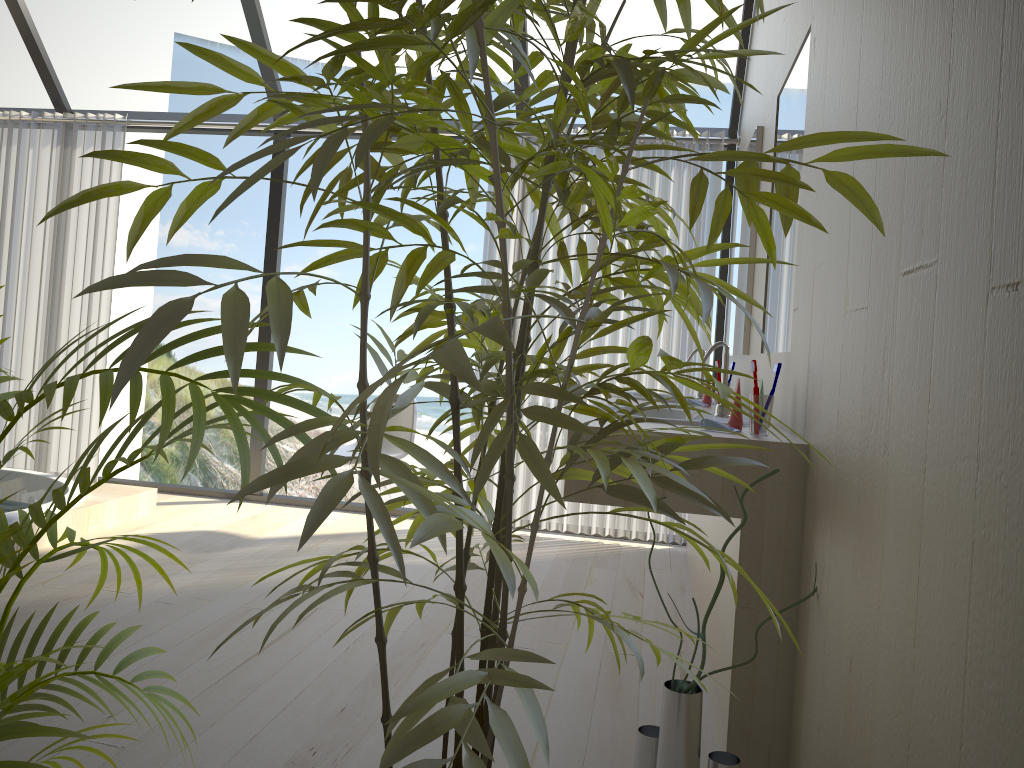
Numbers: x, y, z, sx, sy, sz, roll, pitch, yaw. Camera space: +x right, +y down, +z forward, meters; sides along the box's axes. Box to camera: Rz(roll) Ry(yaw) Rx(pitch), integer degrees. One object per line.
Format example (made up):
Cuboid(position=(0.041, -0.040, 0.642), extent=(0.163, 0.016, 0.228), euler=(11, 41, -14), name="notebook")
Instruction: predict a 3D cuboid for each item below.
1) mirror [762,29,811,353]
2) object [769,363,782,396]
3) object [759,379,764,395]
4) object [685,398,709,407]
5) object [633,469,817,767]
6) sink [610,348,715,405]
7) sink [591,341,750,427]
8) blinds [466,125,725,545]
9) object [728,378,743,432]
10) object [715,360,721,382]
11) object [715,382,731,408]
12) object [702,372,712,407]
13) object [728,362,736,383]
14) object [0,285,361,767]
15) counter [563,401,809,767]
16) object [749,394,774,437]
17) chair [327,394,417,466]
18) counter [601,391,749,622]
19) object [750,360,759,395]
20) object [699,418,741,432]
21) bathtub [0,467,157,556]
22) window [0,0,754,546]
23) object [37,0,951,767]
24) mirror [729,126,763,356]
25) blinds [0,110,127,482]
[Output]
Cuboid(position=(0.823, -0.522, 2.635), extent=(0.023, 0.869, 0.653), euler=(4, 0, 9), name="mirror")
Cuboid(position=(0.604, 0.036, 2.089), extent=(0.054, 0.175, 0.012), euler=(3, -1, 34), name="object")
Cuboid(position=(0.637, 0.055, 2.273), extent=(0.039, 0.135, 0.039), euler=(5, -1, -39), name="object")
Cuboid(position=(0.691, 0.068, 3.322), extent=(0.032, 0.029, 0.105), euler=(3, 2, -41), name="object")
Cuboid(position=(0.463, 0.537, 1.825), extent=(0.406, 0.750, 0.273), euler=(4, -1, -3), name="object")
Cuboid(position=(0.637, 0.044, 3.745), extent=(0.504, 0.420, 0.573), euler=(4, 1, 13), name="sink")
Cuboid(position=(0.445, 0.076, 2.555), extent=(0.504, 0.420, 0.573), euler=(4, 1, 13), name="sink")
Cuboid(position=(0.412, -0.276, 4.524), extent=(1.183, 2.073, 0.084), euler=(4, -1, 9), name="blinds")
Cuboid(position=(0.557, 0.052, 2.193), extent=(0.039, 0.135, 0.039), euler=(5, -1, -39), name="object")
Cuboid(position=(0.760, 0.000, 3.268), extent=(0.050, 0.178, 0.012), euler=(5, -2, -42), name="object")
Cuboid(position=(0.780, 0.044, 3.287), extent=(0.058, 0.100, 0.058), euler=(4, 0, 16), name="object")
Cuboid(position=(0.748, 0.020, 3.383), extent=(0.038, 0.135, 0.039), euler=(5, -1, -32), name="object")
Cuboid(position=(0.795, 0.004, 3.279), extent=(0.054, 0.175, 0.012), euler=(3, -1, 34), name="object")
Cuboid(position=(-0.746, 0.260, 1.042), extent=(0.918, 1.158, 0.749), euler=(4, 0, 43), name="object")
Cuboid(position=(0.468, 0.492, 2.572), extent=(0.551, 0.791, 1.204), euler=(4, 1, 9), name="counter")
Cuboid(position=(0.588, 0.076, 2.097), extent=(0.058, 0.100, 0.058), euler=(4, 0, 19), name="object")
Cuboid(position=(-0.704, 0.221, 4.333), extent=(0.370, 0.348, 0.453), euler=(4, 1, 38), name="chair")
Cuboid(position=(0.660, 0.461, 3.762), extent=(0.551, 0.791, 1.204), euler=(4, 1, 9), name="counter")
Cuboid(position=(0.569, 0.032, 2.078), extent=(0.050, 0.178, 0.012), euler=(5, -2, -42), name="object")
Cuboid(position=(0.499, 0.100, 2.132), extent=(0.032, 0.029, 0.105), euler=(3, 2, -41), name="object")
Cuboid(position=(-2.797, 0.543, 3.738), extent=(1.822, 0.699, 1.646), euler=(4, 2, 9), name="bathtub")
Cuboid(position=(-1.189, -0.735, 4.601), extent=(4.563, 2.817, 0.744), euler=(4, -1, 9), name="window")
Cuboid(position=(0.017, 0.029, 0.969), extent=(0.788, 1.758, 0.933), euler=(4, -1, 34), name="object")
Cuboid(position=(0.960, -0.552, 3.662), extent=(0.023, 0.869, 0.653), euler=(4, 0, 9), name="mirror")
Cuboid(position=(-2.793, -0.522, 5.047), extent=(1.183, 2.073, 0.084), euler=(4, -1, 9), name="blinds")
